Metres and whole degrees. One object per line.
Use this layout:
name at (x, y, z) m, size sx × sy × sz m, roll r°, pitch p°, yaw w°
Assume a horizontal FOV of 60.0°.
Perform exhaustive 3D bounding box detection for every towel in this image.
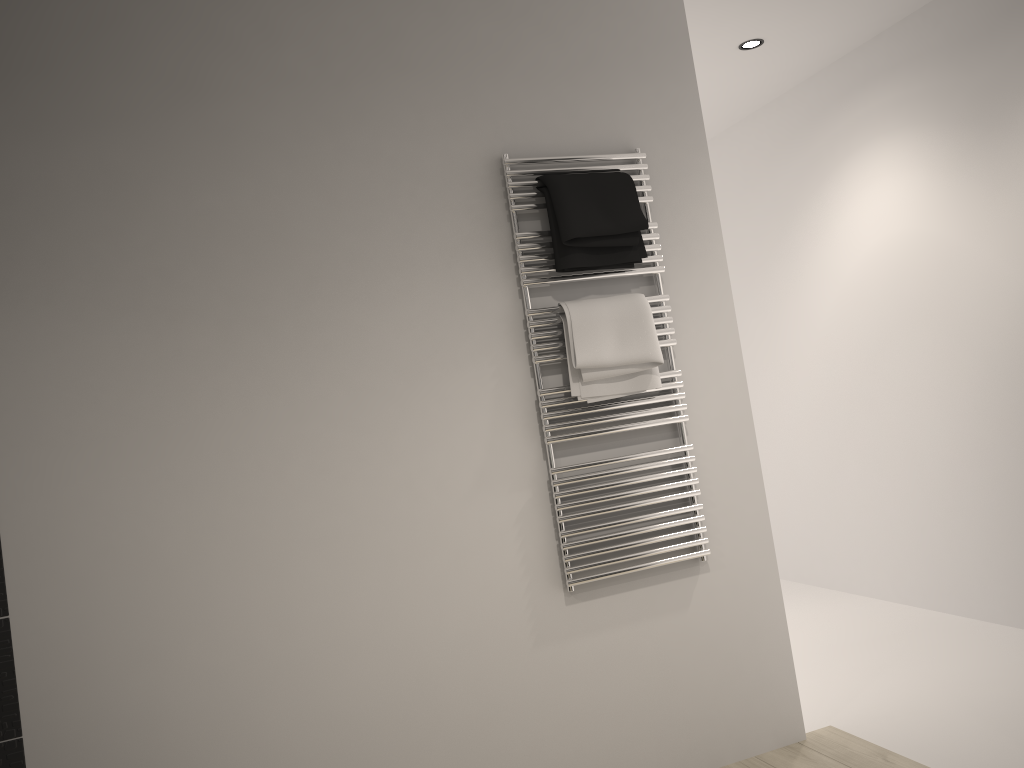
towel at (0.294, -0.110, 2.622) m, size 0.303 × 0.310 × 0.098 m, roll -8°, pitch -4°, yaw -19°
towel at (0.250, -0.489, 2.639) m, size 0.301 × 0.310 × 0.140 m, roll -7°, pitch -3°, yaw -23°

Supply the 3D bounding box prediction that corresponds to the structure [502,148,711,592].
structure at (0.284, -0.072, 2.656) m, size 0.473 × 1.294 × 0.039 m, roll -7°, pitch -4°, yaw -20°

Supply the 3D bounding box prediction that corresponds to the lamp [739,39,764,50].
lamp at (1.011, -1.434, 3.743) m, size 0.105 × 0.004 × 0.106 m, roll -10°, pitch -2°, yaw 31°
